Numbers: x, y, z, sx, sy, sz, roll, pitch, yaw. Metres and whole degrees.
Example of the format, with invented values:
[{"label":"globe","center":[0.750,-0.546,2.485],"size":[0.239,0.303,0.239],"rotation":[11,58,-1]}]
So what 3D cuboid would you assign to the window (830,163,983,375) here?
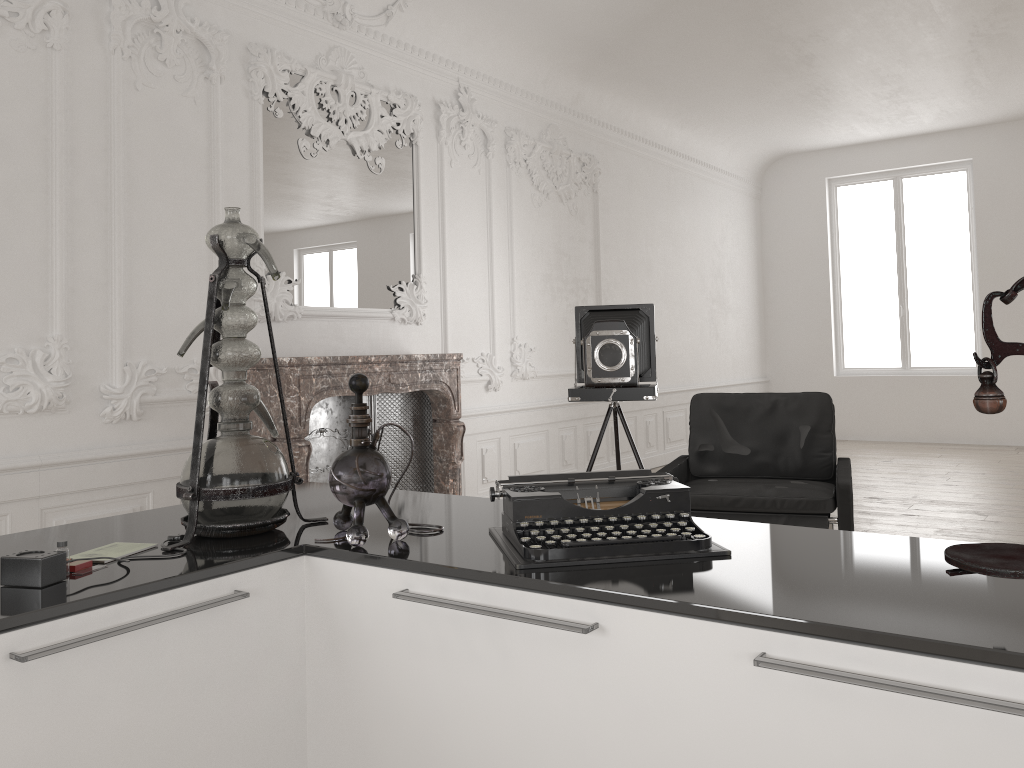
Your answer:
[{"label":"window","center":[4.966,-1.415,11.234],"size":[1.722,2.588,0.070],"rotation":[-2,-3,35]}]

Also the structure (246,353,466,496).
[{"label":"structure","center":[-0.991,0.449,5.510],"size":[0.658,1.251,1.545],"rotation":[-3,-1,36]}]

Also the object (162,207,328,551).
[{"label":"object","center":[-0.528,-0.033,1.793],"size":[0.294,0.653,0.317],"rotation":[-1,-2,-11]}]

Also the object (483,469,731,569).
[{"label":"object","center":[0.150,0.228,1.585],"size":[0.383,0.111,0.316],"rotation":[-2,1,-9]}]

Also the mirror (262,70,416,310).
[{"label":"mirror","center":[-1.099,-1.214,5.800],"size":[0.009,1.576,1.435],"rotation":[-3,-2,36]}]

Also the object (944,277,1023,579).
[{"label":"object","center":[0.790,0.045,1.063],"size":[0.512,0.492,0.167],"rotation":[-2,-2,8]}]

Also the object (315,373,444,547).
[{"label":"object","center":[-0.274,0.134,1.709],"size":[0.203,0.313,0.222],"rotation":[-2,-1,34]}]

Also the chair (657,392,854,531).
[{"label":"chair","center":[1.340,0.545,4.834],"size":[0.973,0.966,1.087],"rotation":[-2,0,21]}]

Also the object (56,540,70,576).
[{"label":"object","center":[-0.729,0.283,1.432],"size":[0.017,0.056,0.017],"rotation":[-2,-2,15]}]

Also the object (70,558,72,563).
[{"label":"object","center":[-0.764,0.303,1.502],"size":[0.032,0.012,0.042],"rotation":[-1,2,21]}]

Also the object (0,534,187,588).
[{"label":"object","center":[-0.672,0.284,1.528],"size":[0.123,0.045,0.375],"rotation":[-1,2,25]}]

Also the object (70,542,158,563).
[{"label":"object","center":[-0.724,0.303,1.595],"size":[0.093,0.004,0.141],"rotation":[-1,2,16]}]

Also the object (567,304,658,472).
[{"label":"object","center":[0.645,0.263,5.469],"size":[0.711,1.527,0.653],"rotation":[-2,-2,11]}]

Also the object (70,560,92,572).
[{"label":"object","center":[-0.726,0.304,1.478],"size":[0.026,0.011,0.039],"rotation":[-1,2,16]}]

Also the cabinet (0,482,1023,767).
[{"label":"cabinet","center":[-0.164,0.765,0.661],"size":[2.702,0.884,2.463],"rotation":[0,2,35]}]

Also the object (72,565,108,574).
[{"label":"object","center":[-0.701,0.308,1.470],"size":[0.020,0.001,0.060],"rotation":[-1,2,16]}]
